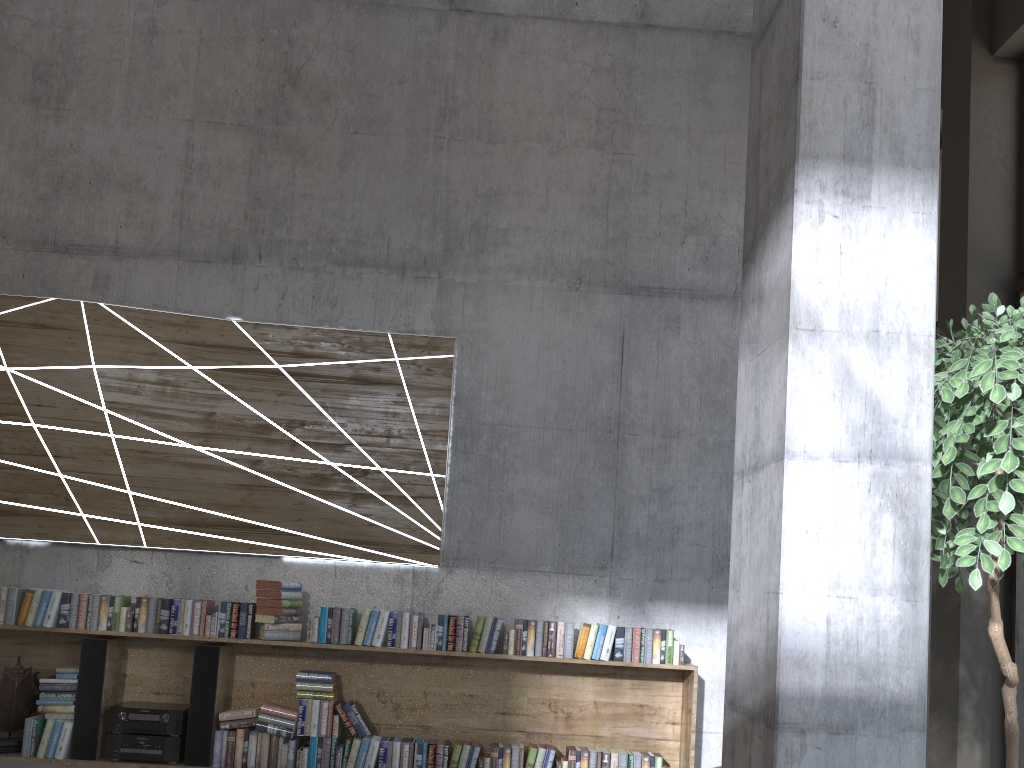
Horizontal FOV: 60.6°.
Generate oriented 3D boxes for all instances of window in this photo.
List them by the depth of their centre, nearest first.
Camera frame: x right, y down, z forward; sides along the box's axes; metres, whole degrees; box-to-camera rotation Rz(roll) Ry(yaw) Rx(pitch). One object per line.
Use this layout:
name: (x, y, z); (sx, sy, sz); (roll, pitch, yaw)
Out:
window: (2.942, -0.533, 1.128); (0.210, 4.080, 9.408); (4, -12, -3)

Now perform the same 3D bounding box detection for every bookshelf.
bookshelf: (-1.532, 1.987, 5.448); (5.322, 0.792, 0.308); (4, -6, -2)

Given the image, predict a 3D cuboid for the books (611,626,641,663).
books: (0.716, 1.633, 5.499); (0.156, 0.217, 0.157); (4, -8, -2)

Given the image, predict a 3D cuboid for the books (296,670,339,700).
books: (-1.208, 1.870, 5.445); (0.239, 0.158, 0.193); (4, -10, -2)

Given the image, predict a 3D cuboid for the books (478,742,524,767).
books: (-0.070, 2.350, 5.438); (0.278, 0.217, 0.213); (4, -9, -3)

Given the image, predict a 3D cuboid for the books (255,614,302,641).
books: (-1.441, 1.503, 5.417); (0.289, 0.147, 0.223); (15, -15, -43)

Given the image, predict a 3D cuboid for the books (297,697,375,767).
books: (-1.086, 2.170, 5.411); (0.452, 0.441, 0.218); (4, -6, -2)

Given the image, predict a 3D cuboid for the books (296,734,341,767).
books: (-1.188, 2.264, 5.387); (0.227, 0.217, 0.219); (4, -9, -2)

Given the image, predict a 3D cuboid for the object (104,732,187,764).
object: (-2.225, 2.223, 5.398); (0.440, 0.161, 0.299); (4, -11, -2)

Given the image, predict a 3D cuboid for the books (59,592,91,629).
books: (-2.669, 1.396, 5.393); (0.156, 0.217, 0.157); (4, -8, -2)

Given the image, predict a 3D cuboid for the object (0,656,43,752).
object: (-3.075, 1.963, 5.408); (0.348, 0.559, 0.197); (10, -9, -41)

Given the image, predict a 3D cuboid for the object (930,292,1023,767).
object: (1.508, 0.642, 2.691); (1.010, 1.832, 0.975); (8, -8, -35)

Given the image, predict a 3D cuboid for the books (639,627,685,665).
books: (0.932, 1.649, 5.508); (0.277, 0.217, 0.174); (4, -8, 0)

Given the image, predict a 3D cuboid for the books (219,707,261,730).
books: (-1.663, 2.058, 5.401); (0.234, 0.137, 0.195); (4, -10, 0)

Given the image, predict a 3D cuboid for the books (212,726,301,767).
books: (-1.566, 2.238, 5.408); (0.494, 0.234, 0.247); (4, -9, -2)

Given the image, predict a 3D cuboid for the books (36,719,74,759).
books: (-2.751, 2.155, 5.350); (0.199, 0.224, 0.193); (4, -8, -2)

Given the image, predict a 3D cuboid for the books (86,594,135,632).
books: (-2.453, 1.412, 5.401); (0.277, 0.217, 0.174); (4, -8, 0)

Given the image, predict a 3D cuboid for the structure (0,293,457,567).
structure: (-2.109, 0.286, 5.547); (3.412, 1.511, 0.364); (4, -5, -2)

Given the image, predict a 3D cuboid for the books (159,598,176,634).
books: (-2.132, 1.442, 5.451); (0.055, 0.217, 0.193); (4, -9, -1)

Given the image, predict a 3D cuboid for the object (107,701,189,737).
object: (-2.215, 2.064, 5.405); (0.440, 0.158, 0.310); (4, -11, -2)

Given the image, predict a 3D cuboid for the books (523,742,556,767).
books: (0.164, 2.375, 5.487); (0.199, 0.224, 0.193); (4, -8, -2)

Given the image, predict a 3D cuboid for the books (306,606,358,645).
books: (-1.115, 1.497, 5.453); (0.278, 0.217, 0.213); (4, -9, -3)

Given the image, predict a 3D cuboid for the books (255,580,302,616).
books: (-1.440, 1.325, 5.425); (0.189, 0.206, 0.251); (1, -10, 20)

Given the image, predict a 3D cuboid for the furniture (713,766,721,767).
furniture: (1.256, 1.974, 3.916); (1.634, 0.796, 1.828); (-5, -14, 35)

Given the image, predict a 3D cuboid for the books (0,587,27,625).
books: (-3.085, 1.360, 5.382); (0.156, 0.217, 0.193); (4, -9, -1)

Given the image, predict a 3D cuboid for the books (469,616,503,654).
books: (-0.164, 1.573, 5.508); (0.199, 0.224, 0.193); (4, -8, -2)

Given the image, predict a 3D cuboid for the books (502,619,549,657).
books: (0.083, 1.589, 5.506); (0.278, 0.217, 0.213); (4, -9, -3)

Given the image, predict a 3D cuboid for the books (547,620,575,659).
books: (0.300, 1.597, 5.488); (0.156, 0.217, 0.193); (4, -9, -1)

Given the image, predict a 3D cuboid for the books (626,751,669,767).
books: (0.851, 2.408, 5.442); (0.277, 0.217, 0.174); (4, -8, 0)

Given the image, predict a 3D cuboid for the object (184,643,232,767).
object: (-1.887, 2.000, 5.446); (0.152, 0.747, 0.277); (4, -6, -1)

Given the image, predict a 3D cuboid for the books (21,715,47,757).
books: (-2.907, 2.148, 5.360); (0.074, 0.217, 0.209); (4, -9, -1)

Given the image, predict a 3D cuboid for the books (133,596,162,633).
books: (-2.237, 1.437, 5.455); (0.155, 0.217, 0.209); (4, -9, -1)

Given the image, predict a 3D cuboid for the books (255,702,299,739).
books: (-1.422, 2.051, 5.350); (0.244, 0.189, 0.157); (4, -8, -2)

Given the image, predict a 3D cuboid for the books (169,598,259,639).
books: (-1.843, 1.456, 5.441); (0.490, 0.217, 0.219); (4, -9, -2)

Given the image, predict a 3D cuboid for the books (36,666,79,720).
books: (-2.754, 1.900, 5.399); (0.251, 0.317, 0.222); (4, -8, 1)

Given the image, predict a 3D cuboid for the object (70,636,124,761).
object: (-2.565, 1.952, 5.425); (0.152, 0.747, 0.277); (4, -6, -1)

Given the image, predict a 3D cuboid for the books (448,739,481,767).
books: (-0.300, 2.335, 5.440); (0.199, 0.224, 0.193); (4, -8, -2)

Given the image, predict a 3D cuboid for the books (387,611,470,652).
books: (-0.518, 1.547, 5.483); (0.490, 0.217, 0.219); (4, -9, -2)

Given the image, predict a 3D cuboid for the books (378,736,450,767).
books: (-0.603, 2.314, 5.422); (0.417, 0.217, 0.209); (4, -9, -2)

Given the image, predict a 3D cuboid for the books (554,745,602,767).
books: (0.411, 2.391, 5.485); (0.278, 0.217, 0.213); (4, -9, -3)

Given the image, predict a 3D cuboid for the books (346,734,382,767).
books: (-0.910, 2.281, 5.385); (0.199, 0.224, 0.193); (4, -8, -2)

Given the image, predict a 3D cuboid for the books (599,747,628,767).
books: (0.628, 2.399, 5.467); (0.156, 0.217, 0.193); (4, -9, -1)

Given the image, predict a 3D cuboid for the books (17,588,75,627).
books: (-2.867, 1.375, 5.389); (0.249, 0.224, 0.193); (4, -8, -2)

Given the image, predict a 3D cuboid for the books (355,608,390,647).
books: (-0.861, 1.512, 5.450); (0.199, 0.224, 0.193); (4, -8, -2)

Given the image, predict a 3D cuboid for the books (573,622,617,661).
books: (0.517, 1.612, 5.495); (0.249, 0.224, 0.193); (4, -8, -2)
